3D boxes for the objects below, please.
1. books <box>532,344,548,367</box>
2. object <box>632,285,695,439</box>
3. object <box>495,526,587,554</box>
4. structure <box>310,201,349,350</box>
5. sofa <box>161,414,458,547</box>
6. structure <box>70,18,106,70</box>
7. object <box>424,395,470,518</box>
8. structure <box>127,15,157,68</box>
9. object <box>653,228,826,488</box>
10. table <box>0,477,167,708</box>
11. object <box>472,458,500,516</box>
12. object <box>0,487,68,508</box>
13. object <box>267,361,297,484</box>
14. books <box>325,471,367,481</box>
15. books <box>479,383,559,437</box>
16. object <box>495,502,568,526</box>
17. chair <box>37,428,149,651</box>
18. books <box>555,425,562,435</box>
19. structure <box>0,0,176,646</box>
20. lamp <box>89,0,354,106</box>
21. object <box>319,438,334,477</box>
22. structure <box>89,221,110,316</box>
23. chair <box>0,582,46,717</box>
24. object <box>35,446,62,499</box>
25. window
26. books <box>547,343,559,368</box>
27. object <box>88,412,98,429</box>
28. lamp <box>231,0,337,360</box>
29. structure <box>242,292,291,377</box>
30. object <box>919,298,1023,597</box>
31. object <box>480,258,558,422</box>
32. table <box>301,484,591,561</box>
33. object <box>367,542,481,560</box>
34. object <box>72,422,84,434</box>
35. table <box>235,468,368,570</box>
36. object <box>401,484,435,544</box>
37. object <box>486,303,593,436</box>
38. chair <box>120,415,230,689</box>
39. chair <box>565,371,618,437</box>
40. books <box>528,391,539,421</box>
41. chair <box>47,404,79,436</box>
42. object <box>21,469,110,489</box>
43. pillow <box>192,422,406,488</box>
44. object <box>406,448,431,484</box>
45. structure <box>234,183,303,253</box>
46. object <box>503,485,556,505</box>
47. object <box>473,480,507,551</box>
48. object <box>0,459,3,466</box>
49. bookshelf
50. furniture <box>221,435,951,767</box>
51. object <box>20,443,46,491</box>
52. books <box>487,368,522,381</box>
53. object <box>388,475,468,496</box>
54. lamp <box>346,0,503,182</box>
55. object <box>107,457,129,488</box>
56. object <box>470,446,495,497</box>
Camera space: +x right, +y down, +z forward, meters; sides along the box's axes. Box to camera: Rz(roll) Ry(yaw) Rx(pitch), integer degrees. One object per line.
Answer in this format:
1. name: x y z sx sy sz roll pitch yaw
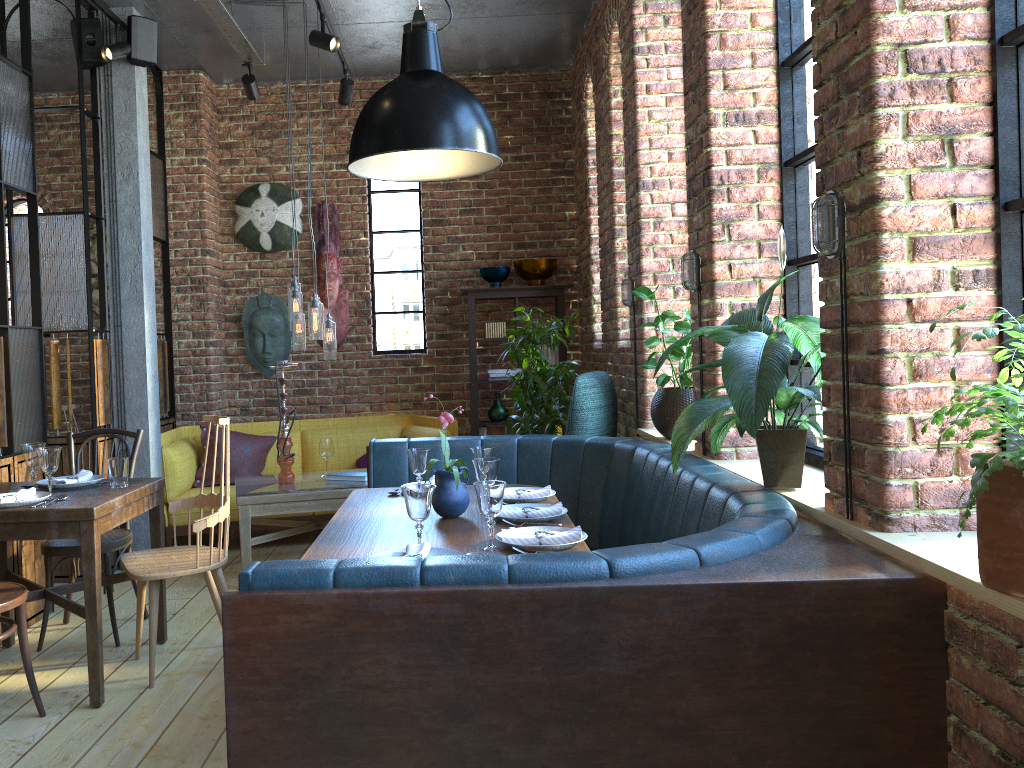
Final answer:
1. books: 0.191 -0.168 6.427 0.124 0.258 0.163 -2 1 -1
2. object: 0.736 -0.096 3.785 0.399 0.663 0.495 -2 1 23
3. object: 0.085 0.443 2.607 0.271 0.051 0.323 -2 2 2
4. structure: -1.383 -0.797 6.661 0.216 1.146 0.237 -3 1 -45
5. sofa: -1.424 0.656 6.107 1.950 0.762 0.809 -3 2 -15
6. structure: -2.461 -1.973 5.117 0.177 0.267 0.172 -3 1 -28
7. object: -0.218 0.246 3.063 0.140 0.431 0.212 -2 1 17
8. structure: -2.158 -1.983 5.103 0.193 0.267 0.158 -1 2 40
9. object: 0.721 -0.093 2.525 0.608 0.751 0.734 -2 2 -2
10. table: -1.869 0.800 3.527 0.752 0.727 0.750 -2 2 -1
11. object: -0.087 0.359 3.077 0.102 0.191 0.094 -1 1 29
12. object: -1.846 0.421 3.283 0.327 0.051 0.268 -2 2 3
13. object: -1.300 0.220 5.023 0.167 0.704 0.264 -2 1 -10
14. books: -0.932 0.538 5.146 0.283 0.028 0.155 -1 3 24
15. books: 0.050 0.282 6.426 0.587 0.574 0.190 -2 1 0
16. object: 0.052 0.428 3.009 0.271 0.051 0.323 -2 2 2
17. chair: -1.932 0.682 4.059 0.402 0.914 0.526 -2 1 -7
18. books: 0.313 0.424 6.423 0.084 0.272 0.189 -2 1 -2
19. structure: -4.328 -0.376 2.809 5.888 3.324 5.995 -3 2 -17
20. lamp: -3.987 -1.789 3.063 6.273 0.274 7.226 -2 2 -1
21. object: -1.113 0.439 5.287 0.095 0.228 0.087 -1 1 38
22. structure: -3.098 -0.875 6.679 0.590 0.726 0.126 -2 1 2
23. chair: -1.916 0.728 2.964 0.453 0.920 0.532 -2 1 21
24. object: -1.789 0.343 3.408 0.094 0.191 0.103 -3 2 -43
25. window: -0.075 -0.940 4.199 3.290 2.428 8.915 -3 3 -35
26. books: 0.294 -0.171 6.414 0.079 0.257 0.178 -2 1 -2
27. object: -2.715 0.277 5.754 0.101 0.191 0.095 -2 1 20
28. lamp: -1.336 -1.195 5.184 0.521 2.118 0.278 -2 1 25
29. structure: -1.846 -0.368 6.631 0.369 0.639 0.103 -2 1 3
30. object: 0.887 0.093 1.393 0.434 0.482 0.446 -1 2 21
31. object: 0.061 -0.010 6.401 0.605 1.760 0.329 -2 1 -5
32. table: -0.208 0.794 2.992 0.823 0.660 1.540 -2 2 -2
33. object: -0.241 0.466 2.362 0.327 0.051 0.268 -2 2 3
34. object: -2.888 0.315 5.864 0.088 0.119 0.081 -1 2 31
35. table: -1.128 0.814 5.147 0.915 0.508 0.768 -3 2 -15
36. object: -0.266 0.389 2.524 0.102 0.191 0.094 -1 1 29
37. object: 0.178 0.240 5.556 0.703 1.528 0.886 -2 1 -22
38. chair: -1.341 0.644 3.568 0.433 1.005 0.557 -3 1 -29
39. chair: 0.048 0.490 4.788 1.069 1.097 0.780 -1 1 24
40. books: 0.158 0.127 6.421 0.085 0.272 0.172 -2 1 -2
41. chair: -2.721 0.622 5.283 0.525 1.005 0.460 -2 1 -14
42. object: -1.884 0.403 3.729 0.327 0.051 0.268 -2 2 3
43. pillow: -1.449 0.455 6.140 1.471 0.453 0.407 -3 2 -11
44. object: -0.365 0.353 3.464 0.102 0.191 0.094 -1 1 29
45. structure: -1.832 -1.251 6.620 0.533 0.520 0.147 -2 1 2
46. object: 0.031 0.413 3.379 0.271 0.051 0.323 -2 2 2
47. object: -0.061 0.381 2.543 0.102 0.191 0.094 -1 1 29
48. object: -2.155 0.235 3.507 0.145 0.426 0.199 -1 1 33
49. bookshelf: 0.049 0.135 6.418 0.819 1.667 0.316 -2 1 1
50. furniture: 0.063 0.703 2.971 1.366 0.821 2.613 -2 2 -2
51. object: -1.956 0.340 3.605 0.095 0.191 0.102 -3 1 -25
52. books: -0.043 -0.070 6.418 0.270 0.080 0.178 -2 2 1
53. object: -0.342 0.416 3.620 0.327 0.051 0.268 -2 2 3
54. lamp: -0.318 -1.396 2.975 0.544 1.326 0.515 -2 1 17
55. object: -1.611 0.363 3.611 0.083 0.119 0.086 -2 1 -11
56. object: -0.112 0.344 3.445 0.102 0.191 0.094 -1 1 29
